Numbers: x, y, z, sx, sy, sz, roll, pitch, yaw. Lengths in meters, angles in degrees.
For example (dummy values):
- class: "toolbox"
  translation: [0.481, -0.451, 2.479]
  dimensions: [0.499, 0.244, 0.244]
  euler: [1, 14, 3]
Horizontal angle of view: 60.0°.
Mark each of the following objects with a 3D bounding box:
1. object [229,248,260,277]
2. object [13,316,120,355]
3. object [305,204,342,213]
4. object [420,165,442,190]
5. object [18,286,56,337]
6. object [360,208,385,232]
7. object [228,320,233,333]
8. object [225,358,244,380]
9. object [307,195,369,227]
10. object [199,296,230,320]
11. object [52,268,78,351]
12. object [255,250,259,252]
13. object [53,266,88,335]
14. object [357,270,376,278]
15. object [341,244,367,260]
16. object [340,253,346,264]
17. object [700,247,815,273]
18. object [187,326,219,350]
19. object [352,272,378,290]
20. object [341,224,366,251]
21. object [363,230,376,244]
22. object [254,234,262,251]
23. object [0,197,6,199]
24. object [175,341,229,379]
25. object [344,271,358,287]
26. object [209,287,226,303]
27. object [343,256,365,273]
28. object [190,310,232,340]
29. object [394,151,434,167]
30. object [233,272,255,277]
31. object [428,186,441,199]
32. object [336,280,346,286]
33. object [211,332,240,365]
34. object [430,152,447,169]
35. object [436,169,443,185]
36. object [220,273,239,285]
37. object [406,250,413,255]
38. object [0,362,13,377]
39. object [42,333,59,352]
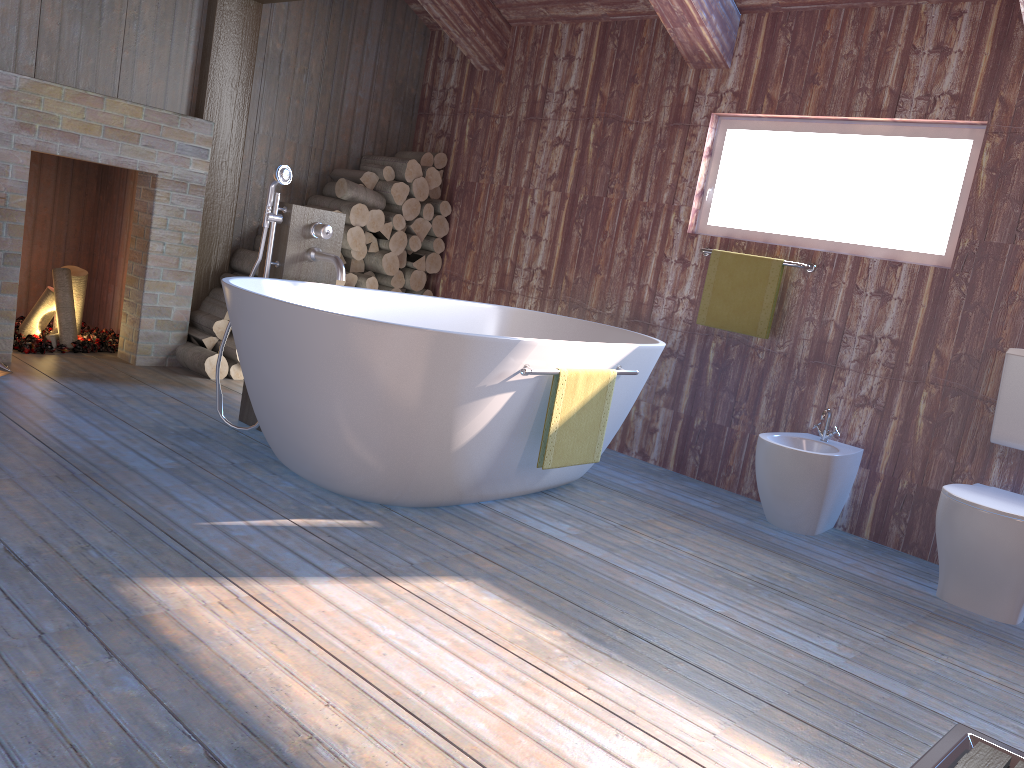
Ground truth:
- class: "object"
  translation: [-1.386, -0.656, 4.929]
  dimensions: [0.455, 0.137, 0.139]
  euler: [17, 11, 39]
- class: "object"
  translation: [-2.621, -0.293, 4.943]
  dimensions: [0.935, 0.085, 0.829]
  euler: [14, 9, 24]
- class: "object"
  translation: [-1.098, -0.971, 5.132]
  dimensions: [0.282, 0.112, 0.106]
  euler: [18, 11, 42]
- class: "object"
  translation: [-0.637, -1.300, 5.544]
  dimensions: [0.456, 0.142, 0.133]
  euler: [18, 12, 42]
- class: "object"
  translation: [-2.532, -0.376, 4.777]
  dimensions: [0.221, 0.306, 0.121]
  euler: [7, 9, -21]
- class: "object"
  translation: [-0.947, -1.001, 5.281]
  dimensions: [0.440, 0.147, 0.138]
  euler: [18, 11, 41]
- class: "object"
  translation: [-1.504, -0.314, 4.899]
  dimensions: [0.437, 0.133, 0.137]
  euler: [17, 11, 39]
- class: "object"
  translation: [-1.613, -0.113, 4.837]
  dimensions: [0.437, 0.100, 0.098]
  euler: [17, 11, 39]
- class: "object"
  translation: [-1.022, -1.016, 5.194]
  dimensions: [0.439, 0.145, 0.135]
  euler: [18, 11, 41]
- class: "object"
  translation: [-1.606, -0.418, 4.849]
  dimensions: [0.280, 0.091, 0.085]
  euler: [18, 11, 40]
- class: "object"
  translation: [-2.367, -0.393, 4.701]
  dimensions: [0.283, 0.434, 0.098]
  euler: [17, 11, 39]
- class: "object"
  translation: [-1.389, -0.702, 5.058]
  dimensions: [0.280, 0.093, 0.099]
  euler: [18, 11, 42]
- class: "object"
  translation: [-2.461, -0.430, 4.933]
  dimensions: [0.140, 0.459, 0.266]
  euler: [5, 10, -30]
- class: "object"
  translation: [-0.980, -0.665, 5.508]
  dimensions: [0.289, 0.118, 0.116]
  euler: [17, 11, 39]
- class: "object"
  translation: [-0.994, -0.817, 5.281]
  dimensions: [0.291, 0.123, 0.115]
  euler: [18, 11, 42]
- class: "object"
  translation: [-1.132, -0.765, 5.302]
  dimensions: [0.323, 0.150, 0.128]
  euler: [18, 11, 41]
- class: "object"
  translation: [1.107, -0.579, 4.091]
  dimensions: [0.581, 0.043, 0.091]
  euler: [18, 11, 42]
- class: "object"
  translation: [-1.704, -0.246, 4.809]
  dimensions: [0.280, 0.093, 0.099]
  euler: [18, 11, 42]
- class: "object"
  translation: [-0.985, -0.634, 5.360]
  dimensions: [0.437, 0.100, 0.098]
  euler: [17, 11, 39]
- class: "object"
  translation: [-1.050, -0.881, 5.201]
  dimensions: [0.437, 0.143, 0.141]
  euler: [17, 11, 39]
- class: "object"
  translation: [-0.934, -0.892, 5.326]
  dimensions: [0.280, 0.092, 0.088]
  euler: [18, 11, 42]
- class: "object"
  translation: [-1.348, -0.782, 5.078]
  dimensions: [0.302, 0.113, 0.108]
  euler: [18, 11, 42]
- class: "object"
  translation: [-2.348, -0.499, 3.818]
  dimensions: [0.276, 0.888, 0.333]
  euler: [9, 9, -6]
- class: "object"
  translation: [-1.694, -0.137, 4.740]
  dimensions: [0.437, 0.143, 0.141]
  euler: [17, 11, 39]
- class: "object"
  translation: [-1.058, -0.633, 5.288]
  dimensions: [0.303, 0.120, 0.114]
  euler: [18, 11, 42]
- class: "object"
  translation: [-1.511, -0.441, 4.848]
  dimensions: [0.370, 0.120, 0.117]
  euler: [17, 11, 39]
- class: "object"
  translation: [-1.036, -0.750, 5.416]
  dimensions: [0.321, 0.127, 0.104]
  euler: [18, 11, 42]
- class: "object"
  translation: [-1.652, -0.329, 4.836]
  dimensions: [0.303, 0.120, 0.114]
  euler: [18, 11, 42]
- class: "object"
  translation: [-0.618, -1.398, 5.553]
  dimensions: [0.270, 0.121, 0.104]
  euler: [18, 11, 42]
- class: "object"
  translation: [-1.405, -0.527, 4.937]
  dimensions: [0.437, 0.133, 0.137]
  euler: [17, 11, 39]
- class: "object"
  translation: [-0.578, -1.243, 5.653]
  dimensions: [0.269, 0.115, 0.107]
  euler: [18, 12, 42]
- class: "object"
  translation: [-1.164, -0.628, 5.191]
  dimensions: [0.458, 0.148, 0.139]
  euler: [18, 11, 41]
- class: "object"
  translation: [-1.568, -0.215, 4.836]
  dimensions: [0.483, 0.159, 0.150]
  euler: [17, 11, 40]
- class: "object"
  translation: [-0.543, -1.420, 5.630]
  dimensions: [0.271, 0.113, 0.112]
  euler: [18, 11, 41]
- class: "object"
  translation: [-0.566, -1.340, 5.655]
  dimensions: [0.281, 0.100, 0.081]
  euler: [18, 11, 41]
- class: "object"
  translation: [-1.510, -0.544, 4.897]
  dimensions: [0.242, 0.103, 0.101]
  euler: [18, 11, 42]
- class: "object"
  translation: [-0.694, -0.860, 5.586]
  dimensions: [0.177, 0.069, 0.067]
  euler: [18, 11, 41]
- class: "object"
  translation: [-2.252, -0.481, 3.833]
  dimensions: [0.206, 0.871, 0.126]
  euler: [9, 9, -5]
- class: "object"
  translation: [-2.407, -0.235, 4.725]
  dimensions: [0.085, 0.084, 0.278]
  euler: [10, 9, -2]
